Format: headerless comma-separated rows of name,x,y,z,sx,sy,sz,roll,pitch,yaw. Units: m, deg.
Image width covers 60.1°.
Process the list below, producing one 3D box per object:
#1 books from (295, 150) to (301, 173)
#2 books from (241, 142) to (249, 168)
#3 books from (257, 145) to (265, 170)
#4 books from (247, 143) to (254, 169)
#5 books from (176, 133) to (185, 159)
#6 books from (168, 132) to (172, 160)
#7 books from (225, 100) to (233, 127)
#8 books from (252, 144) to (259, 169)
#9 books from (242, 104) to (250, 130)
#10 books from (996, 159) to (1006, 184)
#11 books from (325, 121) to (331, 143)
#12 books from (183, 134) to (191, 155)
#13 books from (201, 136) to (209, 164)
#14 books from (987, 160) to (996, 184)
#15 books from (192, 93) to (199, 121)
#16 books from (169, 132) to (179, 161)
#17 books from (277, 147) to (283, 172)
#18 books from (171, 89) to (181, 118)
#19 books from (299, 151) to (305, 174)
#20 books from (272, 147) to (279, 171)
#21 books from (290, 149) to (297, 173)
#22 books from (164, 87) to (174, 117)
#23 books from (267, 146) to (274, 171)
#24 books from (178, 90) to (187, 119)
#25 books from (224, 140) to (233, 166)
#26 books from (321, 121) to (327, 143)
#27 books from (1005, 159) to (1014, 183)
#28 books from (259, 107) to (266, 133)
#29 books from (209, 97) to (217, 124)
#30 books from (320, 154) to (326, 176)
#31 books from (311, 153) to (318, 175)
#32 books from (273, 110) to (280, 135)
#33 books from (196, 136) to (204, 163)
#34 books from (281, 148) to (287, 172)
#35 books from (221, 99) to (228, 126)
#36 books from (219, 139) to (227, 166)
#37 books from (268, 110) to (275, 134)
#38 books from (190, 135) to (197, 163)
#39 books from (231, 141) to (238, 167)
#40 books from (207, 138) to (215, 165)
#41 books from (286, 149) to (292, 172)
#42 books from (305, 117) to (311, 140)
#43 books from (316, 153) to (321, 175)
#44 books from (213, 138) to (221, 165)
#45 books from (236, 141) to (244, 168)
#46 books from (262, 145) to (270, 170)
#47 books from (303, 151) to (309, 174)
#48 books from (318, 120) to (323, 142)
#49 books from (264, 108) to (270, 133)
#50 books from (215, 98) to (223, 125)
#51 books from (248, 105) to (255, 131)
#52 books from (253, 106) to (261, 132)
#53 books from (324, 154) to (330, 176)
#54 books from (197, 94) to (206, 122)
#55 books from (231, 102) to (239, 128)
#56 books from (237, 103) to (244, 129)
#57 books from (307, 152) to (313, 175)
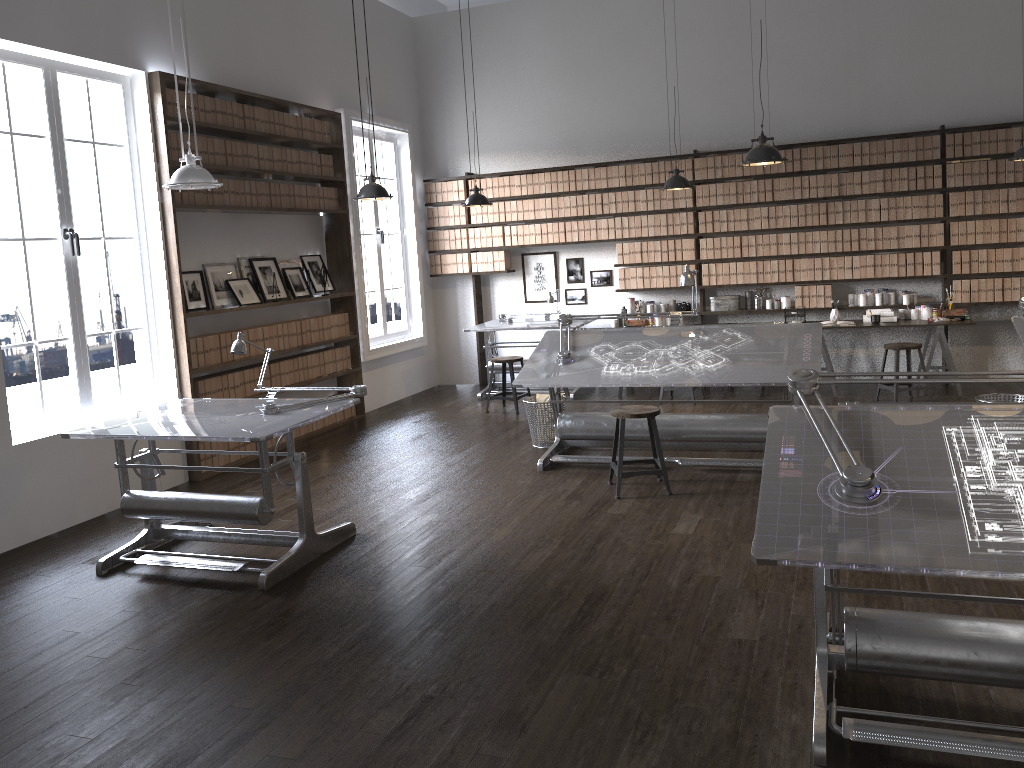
books,-2.028,-2.011,8.081,0.174,0.224,0.067,-1,6,21
books,-2.289,-1.886,7.365,0.174,0.224,0.067,-1,6,21
books,-2.214,-1.922,7.570,0.174,0.224,0.067,-1,6,21
books,-2.264,-1.898,7.433,0.174,0.224,0.067,-1,6,21
books,-2.554,-1.763,6.658,0.174,0.224,0.067,-1,6,21
books,-2.608,-1.740,6.530,0.174,0.224,0.067,-1,6,21
books,-2.365,-2.178,7.202,0.174,0.224,0.067,-1,6,21
books,-2.242,-1.910,7.501,0.174,0.224,0.067,-1,6,21
books,-2.285,-2.213,7.402,0.174,0.224,0.067,-1,6,21
books,4.563,-1.979,8.283,0.066,0.224,0.175,-1,7,21
books,-1.851,-2.417,8.571,0.174,0.224,0.067,-1,6,21
books,-2.530,-1.775,6.726,0.174,0.224,0.067,-1,6,21
books,-2.465,-1.807,6.911,0.174,0.224,0.067,-1,6,21
books,4.491,-1.978,8.304,0.067,0.224,0.175,-1,7,21
books,-2.507,-2.111,6.819,0.174,0.224,0.067,-1,6,21
books,-2.582,-1.751,6.594,0.174,0.224,0.067,-1,6,21
books,-2.125,-1.966,7.825,0.174,0.224,0.067,-1,6,21
books,-2.575,-2.077,6.620,0.174,0.224,0.067,-1,6,21
books,-2.000,-2.022,8.141,0.174,0.224,0.067,-1,6,21
books,-2.143,-1.955,7.758,0.174,0.224,0.067,-1,6,21
books,-2.048,-2.001,8.022,0.174,0.224,0.067,-1,6,21
books,-2.600,-2.065,6.552,0.174,0.224,0.067,-1,6,21
books,-2.171,-1.944,7.697,0.174,0.224,0.067,-1,6,21
books,-2.553,-2.088,6.688,0.174,0.224,0.067,-1,6,21
books,-2.360,-1.854,7.177,0.174,0.224,0.067,-1,6,21
books,-1.879,-2.405,8.507,0.174,0.224,0.067,-1,6,21
books,4.628,-1.979,8.254,0.066,0.224,0.175,-1,7,21
books,-2.214,-2.247,7.600,0.174,0.224,0.067,-1,6,21
books,-2.435,-2.144,7.010,0.174,0.224,0.067,-1,6,21
books,-1.878,-2.080,8.472,0.174,0.224,0.067,-1,6,21
books,-1.929,-2.056,8.337,0.174,0.224,0.067,-1,6,21
books,-2.140,-2.282,7.800,0.174,0.224,0.067,-1,6,21
books,-2.483,-1.796,6.846,0.174,0.224,0.067,-1,6,21
books,-2.099,-1.978,7.889,0.174,0.224,0.067,-1,6,21
books,-2.390,-2.166,7.135,0.174,0.224,0.067,-1,6,21
books,-2.392,-1.841,7.109,0.174,0.224,0.067,-1,6,21
books,-2.167,-2.270,7.731,0.174,0.224,0.067,-1,6,21
books,-2.510,-1.785,6.785,0.174,0.224,0.067,-1,6,21
books,-2.340,-1.865,7.248,0.174,0.224,0.067,-1,6,21
books,-2.440,-1.818,6.977,0.174,0.224,0.067,-1,6,21
books,-2.071,-1.989,7.954,0.174,0.224,0.067,-1,6,21
books,-1.969,-2.362,8.256,0.174,0.224,0.067,-1,6,21
books,-1.909,-2.067,8.405,0.174,0.224,0.067,-1,6,21
books,-2.412,-1.830,7.041,0.174,0.224,0.067,-1,6,21
books,-2.315,-1.876,7.308,0.174,0.224,0.067,-1,6,21
books,-2.191,-1.934,7.638,0.174,0.224,0.067,-1,6,21
books,-1.982,-2.033,8.206,0.174,0.224,0.067,-1,6,21
books,-1.904,-2.394,8.441,0.174,0.224,0.067,-1,6,21
books,-2.193,-2.259,7.666,0.174,0.224,0.067,-1,6,21
books,-2.408,-2.155,7.071,0.174,0.224,0.067,-1,6,21
books,-2.265,-2.225,7.473,0.174,0.224,0.067,-1,6,21
books,-2.236,-2.236,7.532,0.174,0.224,0.067,-1,6,21
books,-1.857,-2.091,8.543,0.174,0.224,0.067,-1,6,21
books,-2.479,-2.122,6.883,0.174,0.224,0.067,-1,6,21
books,-2.337,-2.189,7.266,0.174,0.224,0.067,-1,6,21
books,-2.316,-2.201,7.334,0.174,0.224,0.067,-1,6,21
books,-1.958,-2.044,8.272,0.174,0.224,0.067,-1,6,21
